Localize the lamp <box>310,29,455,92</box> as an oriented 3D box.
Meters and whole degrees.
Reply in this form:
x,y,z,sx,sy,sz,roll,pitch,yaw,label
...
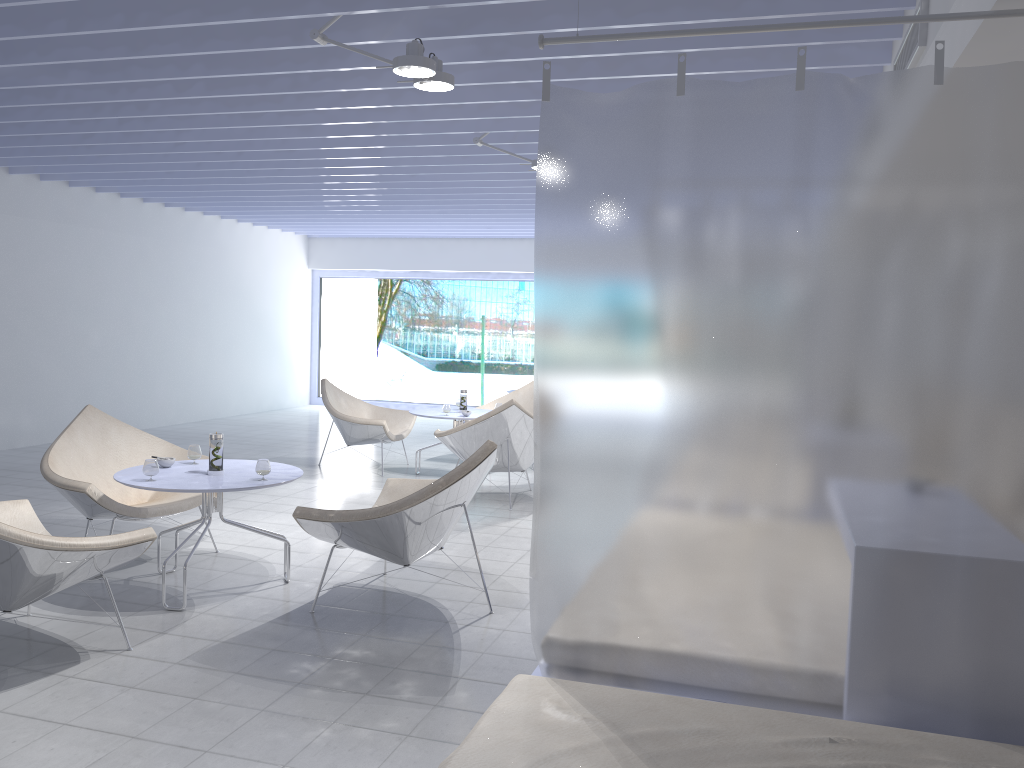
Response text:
x,y,z,sx,sy,sz,roll,pitch,yaw,label
-0.551,-1.354,3.647,0.587,0.218,0.380,3,4,16,lamp

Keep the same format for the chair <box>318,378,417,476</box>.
x,y,z,sx,sy,sz,roll,pitch,yaw,label
-1.302,0.340,7.597,0.753,0.759,0.906,3,4,12,chair

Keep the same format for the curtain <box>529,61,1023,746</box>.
x,y,z,sx,sy,sz,roll,pitch,yaw,label
1.002,0.067,2.007,1.998,1.559,0.125,3,4,15,curtain

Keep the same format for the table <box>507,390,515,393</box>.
x,y,z,sx,sy,sz,roll,pitch,yaw,label
0.345,0.360,9.909,0.823,0.534,0.825,0,4,-27,table

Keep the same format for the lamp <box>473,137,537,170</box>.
x,y,z,sx,sy,sz,roll,pitch,yaw,label
0.039,-1.462,5.648,0.587,0.218,0.380,3,4,16,lamp

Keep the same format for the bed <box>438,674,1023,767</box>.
x,y,z,sx,sy,sz,roll,pitch,yaw,label
0.672,0.994,1.007,2.016,0.427,2.200,3,4,16,bed

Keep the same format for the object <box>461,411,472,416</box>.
x,y,z,sx,sy,sz,roll,pitch,yaw,label
-0.360,0.234,6.995,0.082,0.043,0.082,1,4,-15,object

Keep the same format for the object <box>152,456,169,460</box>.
x,y,z,sx,sy,sz,roll,pitch,yaw,label
-1.658,0.351,4.190,0.098,0.016,0.012,3,4,16,object

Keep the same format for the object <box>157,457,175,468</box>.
x,y,z,sx,sy,sz,roll,pitch,yaw,label
-1.630,0.372,4.178,0.082,0.043,0.082,3,4,18,object

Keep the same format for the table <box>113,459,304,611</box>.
x,y,z,sx,sy,sz,roll,pitch,yaw,label
-1.391,0.675,4.096,0.825,0.534,0.823,1,4,-7,table

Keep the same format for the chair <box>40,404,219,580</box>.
x,y,z,sx,sy,sz,roll,pitch,yaw,label
-2.015,0.508,4.612,0.753,0.759,0.906,4,4,34,chair

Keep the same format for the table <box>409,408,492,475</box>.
x,y,z,sx,sy,sz,roll,pitch,yaw,label
-0.442,0.501,7.305,0.825,0.534,0.823,2,4,7,table

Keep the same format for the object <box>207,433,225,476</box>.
x,y,z,sx,sy,sz,roll,pitch,yaw,label
-1.348,0.320,4.040,0.075,0.185,0.075,1,4,-21,object

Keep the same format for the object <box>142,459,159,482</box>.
x,y,z,sx,sy,sz,roll,pitch,yaw,label
-1.560,0.373,3.831,0.068,0.091,0.068,2,4,6,object

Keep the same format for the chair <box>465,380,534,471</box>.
x,y,z,sx,sy,sz,roll,pitch,yaw,label
0.062,0.348,8.177,0.906,0.759,0.753,4,4,27,chair

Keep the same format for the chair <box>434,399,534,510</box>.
x,y,z,sx,sy,sz,roll,pitch,yaw,label
-0.083,0.457,6.397,0.906,0.759,0.753,1,4,-14,chair

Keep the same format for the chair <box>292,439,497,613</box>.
x,y,z,sx,sy,sz,roll,pitch,yaw,label
-0.420,0.601,3.974,0.753,0.759,0.906,3,4,20,chair

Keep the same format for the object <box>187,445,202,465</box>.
x,y,z,sx,sy,sz,roll,pitch,yaw,label
-1.542,0.343,4.306,0.068,0.091,0.068,2,4,6,object

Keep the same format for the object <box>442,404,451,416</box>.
x,y,z,sx,sy,sz,roll,pitch,yaw,label
-0.514,0.204,6.995,0.068,0.091,0.068,6,5,45,object

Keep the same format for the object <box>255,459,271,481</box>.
x,y,z,sx,sy,sz,roll,pitch,yaw,label
-1.105,0.381,3.940,0.068,0.091,0.068,2,4,6,object

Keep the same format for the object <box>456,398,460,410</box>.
x,y,z,sx,sy,sz,roll,pitch,yaw,label
-0.447,0.170,7.561,0.068,0.091,0.068,5,5,39,object

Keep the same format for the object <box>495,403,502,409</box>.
x,y,z,sx,sy,sz,roll,pitch,yaw,label
-0.107,0.202,7.242,0.068,0.091,0.068,2,4,9,object

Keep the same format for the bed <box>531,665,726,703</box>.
x,y,z,sx,sy,sz,roll,pitch,yaw,label
1.297,0.879,3.125,2.016,0.427,2.200,3,4,16,bed

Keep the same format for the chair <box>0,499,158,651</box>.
x,y,z,sx,sy,sz,roll,pitch,yaw,label
-1.866,0.605,3.167,0.906,0.759,0.753,4,4,31,chair

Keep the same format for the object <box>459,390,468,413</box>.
x,y,z,sx,sy,sz,roll,pitch,yaw,label
-0.399,0.140,7.297,0.075,0.189,0.075,2,4,8,object
